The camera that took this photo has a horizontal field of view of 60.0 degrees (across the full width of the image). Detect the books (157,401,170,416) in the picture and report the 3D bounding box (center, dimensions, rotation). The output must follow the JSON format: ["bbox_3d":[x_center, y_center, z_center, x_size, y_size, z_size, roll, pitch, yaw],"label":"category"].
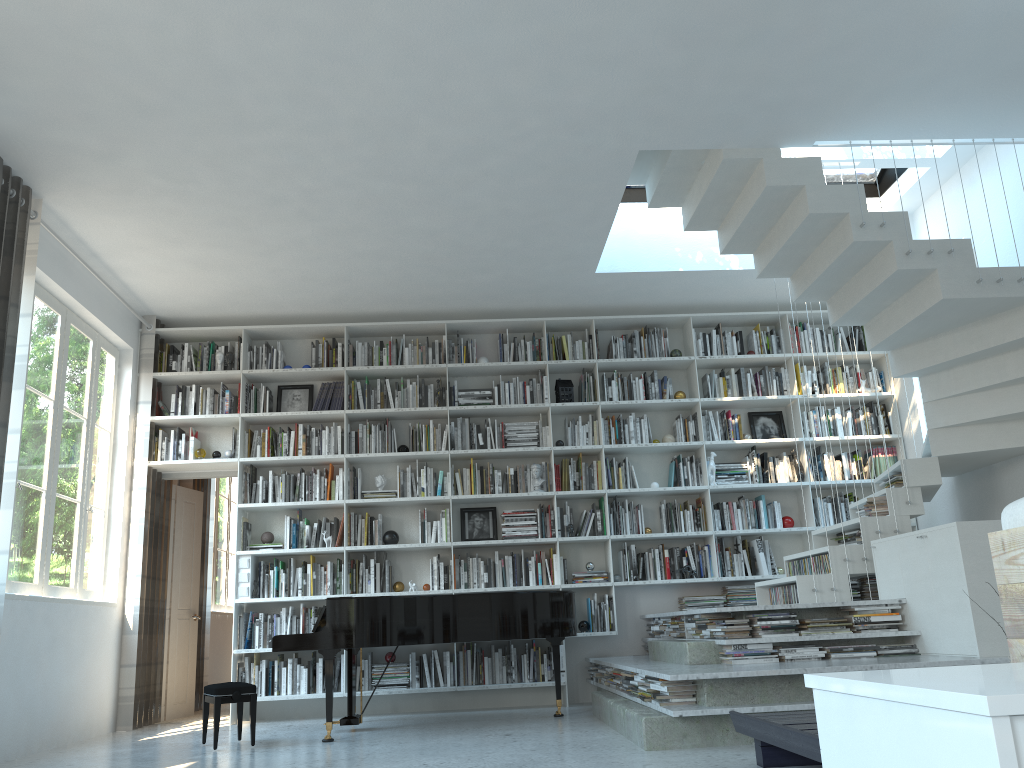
[{"bbox_3d":[-2.871,0.235,7.370,0.121,0.175,0.130,-2,-15,-3],"label":"books"}]

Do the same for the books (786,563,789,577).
[{"bbox_3d":[2.046,1.348,6.386,0.125,0.125,0.009,-2,-15,-3],"label":"books"}]

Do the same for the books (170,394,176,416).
[{"bbox_3d":[-2.794,0.210,7.370,0.034,0.217,0.167,-2,-15,-3],"label":"books"}]

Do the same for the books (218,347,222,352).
[{"bbox_3d":[-2.446,-0.170,7.479,0.025,0.243,0.168,-2,-15,-3],"label":"books"}]

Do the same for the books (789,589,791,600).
[{"bbox_3d":[1.927,1.413,5.949,0.125,0.125,0.007,-2,-15,-3],"label":"books"}]

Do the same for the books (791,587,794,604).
[{"bbox_3d":[1.929,1.402,5.910,0.125,0.125,0.008,-2,-15,-3],"label":"books"}]

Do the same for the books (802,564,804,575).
[{"bbox_3d":[2.061,1.267,6.098,0.125,0.125,0.007,-2,-15,-3],"label":"books"}]

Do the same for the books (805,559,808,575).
[{"bbox_3d":[2.064,1.250,6.036,0.125,0.125,0.010,-2,-15,-3],"label":"books"}]

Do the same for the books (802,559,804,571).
[{"bbox_3d":[2.062,1.265,6.089,0.125,0.125,0.010,-2,-15,-3],"label":"books"}]

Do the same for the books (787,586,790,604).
[{"bbox_3d":[1.925,1.421,5.977,0.125,0.125,0.008,-2,-15,-3],"label":"books"}]

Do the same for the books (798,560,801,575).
[{"bbox_3d":[2.058,1.284,6.156,0.125,0.125,0.007,-2,-15,-3],"label":"books"}]

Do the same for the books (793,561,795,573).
[{"bbox_3d":[2.053,1.312,6.257,0.125,0.125,0.010,-2,-15,-3],"label":"books"}]

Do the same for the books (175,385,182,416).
[{"bbox_3d":[-2.773,0.172,7.384,0.011,0.295,0.163,-2,-15,-3],"label":"books"}]

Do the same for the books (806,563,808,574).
[{"bbox_3d":[2.065,1.247,6.027,0.125,0.125,0.008,-2,-15,-3],"label":"books"}]

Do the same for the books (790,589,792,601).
[{"bbox_3d":[1.927,1.408,5.933,0.125,0.125,0.009,-2,-15,-3],"label":"books"}]

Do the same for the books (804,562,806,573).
[{"bbox_3d":[2.063,1.256,6.058,0.125,0.125,0.007,-2,-15,-3],"label":"books"}]

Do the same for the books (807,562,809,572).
[{"bbox_3d":[2.066,1.241,6.005,0.125,0.125,0.008,-2,-15,-3],"label":"books"}]

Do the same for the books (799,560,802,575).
[{"bbox_3d":[2.059,1.278,6.136,0.125,0.125,0.008,-2,-15,-3],"label":"books"}]

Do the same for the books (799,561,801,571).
[{"bbox_3d":[2.059,1.280,6.142,0.125,0.125,0.008,-2,-15,-3],"label":"books"}]

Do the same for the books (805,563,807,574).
[{"bbox_3d":[2.064,1.252,6.043,0.125,0.125,0.007,-2,-15,-3],"label":"books"}]

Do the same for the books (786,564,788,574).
[{"bbox_3d":[2.046,1.350,6.393,0.125,0.125,0.008,-2,-15,-3],"label":"books"}]

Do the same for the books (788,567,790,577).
[{"bbox_3d":[2.048,1.342,6.364,0.125,0.125,0.008,-2,-15,-3],"label":"books"}]

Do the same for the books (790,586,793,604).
[{"bbox_3d":[1.928,1.406,5.926,0.125,0.125,0.010,-2,-15,-3],"label":"books"}]

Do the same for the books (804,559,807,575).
[{"bbox_3d":[2.064,1.254,6.051,0.125,0.125,0.007,-2,-15,-3],"label":"books"}]

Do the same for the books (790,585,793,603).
[{"bbox_3d":[1.928,1.404,5.919,0.125,0.125,0.010,-2,-15,-3],"label":"books"}]

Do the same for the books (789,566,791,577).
[{"bbox_3d":[2.049,1.336,6.342,0.125,0.125,0.008,-2,-15,-3],"label":"books"}]

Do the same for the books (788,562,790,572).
[{"bbox_3d":[2.048,1.338,6.349,0.125,0.125,0.007,-2,-15,-3],"label":"books"}]

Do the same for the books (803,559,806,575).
[{"bbox_3d":[2.063,1.259,6.066,0.125,0.125,0.010,-2,-15,-3],"label":"books"}]

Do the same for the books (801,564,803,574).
[{"bbox_3d":[2.060,1.272,6.115,0.125,0.125,0.011,-2,-15,-3],"label":"books"}]

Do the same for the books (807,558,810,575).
[{"bbox_3d":[2.066,1.239,5.998,0.125,0.125,0.008,-2,-15,-3],"label":"books"}]

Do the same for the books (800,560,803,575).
[{"bbox_3d":[2.060,1.275,6.125,0.125,0.125,0.012,-2,-15,-3],"label":"books"}]

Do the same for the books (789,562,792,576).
[{"bbox_3d":[2.050,1.331,6.324,0.125,0.125,0.012,-2,-15,-3],"label":"books"}]

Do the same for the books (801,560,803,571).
[{"bbox_3d":[2.061,1.270,6.107,0.125,0.125,0.009,-2,-15,-3],"label":"books"}]

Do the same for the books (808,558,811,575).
[{"bbox_3d":[2.067,1.235,5.983,0.125,0.125,0.008,-2,-15,-3],"label":"books"}]

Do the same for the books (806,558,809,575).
[{"bbox_3d":[2.066,1.243,6.012,0.125,0.125,0.008,-2,-15,-3],"label":"books"}]

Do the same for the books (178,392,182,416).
[{"bbox_3d":[-2.730,0.200,7.364,0.022,0.227,0.172,-2,-15,-3],"label":"books"}]

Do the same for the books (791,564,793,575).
[{"bbox_3d":[2.051,1.324,6.299,0.125,0.125,0.007,-2,-15,-3],"label":"books"}]

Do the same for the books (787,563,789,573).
[{"bbox_3d":[2.047,1.344,6.370,0.125,0.125,0.007,-2,-15,-3],"label":"books"}]

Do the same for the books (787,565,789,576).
[{"bbox_3d":[2.047,1.346,6.378,0.125,0.125,0.008,-2,-15,-3],"label":"books"}]

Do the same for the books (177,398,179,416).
[{"bbox_3d":[-2.753,0.225,7.383,0.024,0.191,0.138,-2,-15,-3],"label":"books"}]

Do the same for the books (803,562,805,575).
[{"bbox_3d":[2.062,1.262,6.077,0.125,0.125,0.014,-2,-15,-3],"label":"books"}]

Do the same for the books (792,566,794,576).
[{"bbox_3d":[2.052,1.320,6.284,0.125,0.125,0.008,-2,-15,-3],"label":"books"}]

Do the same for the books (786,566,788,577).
[{"bbox_3d":[2.046,1.353,6.401,0.125,0.125,0.009,-2,-15,-3],"label":"books"}]

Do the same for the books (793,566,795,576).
[{"bbox_3d":[2.053,1.315,6.267,0.125,0.125,0.010,-2,-15,-3],"label":"books"}]

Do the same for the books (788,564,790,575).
[{"bbox_3d":[2.048,1.340,6.356,0.125,0.125,0.009,-2,-15,-3],"label":"books"}]

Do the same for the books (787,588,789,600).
[{"bbox_3d":[1.925,1.423,5.985,0.125,0.125,0.008,-2,-15,-3],"label":"books"}]

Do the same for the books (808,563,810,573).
[{"bbox_3d":[2.067,1.237,5.990,0.125,0.125,0.007,-2,-15,-3],"label":"books"}]

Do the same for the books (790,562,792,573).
[{"bbox_3d":[2.050,1.328,6.314,0.125,0.125,0.008,-2,-15,-3],"label":"books"}]

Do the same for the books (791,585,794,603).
[{"bbox_3d":[1.929,1.400,5.903,0.125,0.125,0.008,-2,-15,-3],"label":"books"}]

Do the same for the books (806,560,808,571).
[{"bbox_3d":[2.065,1.245,6.019,0.125,0.125,0.008,-2,-15,-3],"label":"books"}]

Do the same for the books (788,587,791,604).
[{"bbox_3d":[1.926,1.417,5.963,0.125,0.125,0.008,-2,-15,-3],"label":"books"}]

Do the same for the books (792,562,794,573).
[{"bbox_3d":[2.052,1.318,6.276,0.125,0.125,0.008,-2,-15,-3],"label":"books"}]

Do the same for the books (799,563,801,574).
[{"bbox_3d":[2.059,1.282,6.149,0.125,0.125,0.008,-2,-15,-3],"label":"books"}]

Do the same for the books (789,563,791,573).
[{"bbox_3d":[2.049,1.333,6.333,0.125,0.125,0.010,-2,-15,-3],"label":"books"}]

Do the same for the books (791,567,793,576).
[{"bbox_3d":[2.051,1.326,6.306,0.125,0.125,0.007,-2,-15,-3],"label":"books"}]

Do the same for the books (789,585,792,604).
[{"bbox_3d":[1.927,1.411,5.941,0.125,0.125,0.008,-2,-15,-3],"label":"books"}]

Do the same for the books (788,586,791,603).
[{"bbox_3d":[1.926,1.415,5.956,0.125,0.125,0.008,-2,-15,-3],"label":"books"}]

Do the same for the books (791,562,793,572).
[{"bbox_3d":[2.051,1.322,6.291,0.125,0.125,0.007,-2,-15,-3],"label":"books"}]

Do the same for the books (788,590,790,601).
[{"bbox_3d":[1.926,1.419,5.970,0.125,0.125,0.008,-2,-15,-3],"label":"books"}]
